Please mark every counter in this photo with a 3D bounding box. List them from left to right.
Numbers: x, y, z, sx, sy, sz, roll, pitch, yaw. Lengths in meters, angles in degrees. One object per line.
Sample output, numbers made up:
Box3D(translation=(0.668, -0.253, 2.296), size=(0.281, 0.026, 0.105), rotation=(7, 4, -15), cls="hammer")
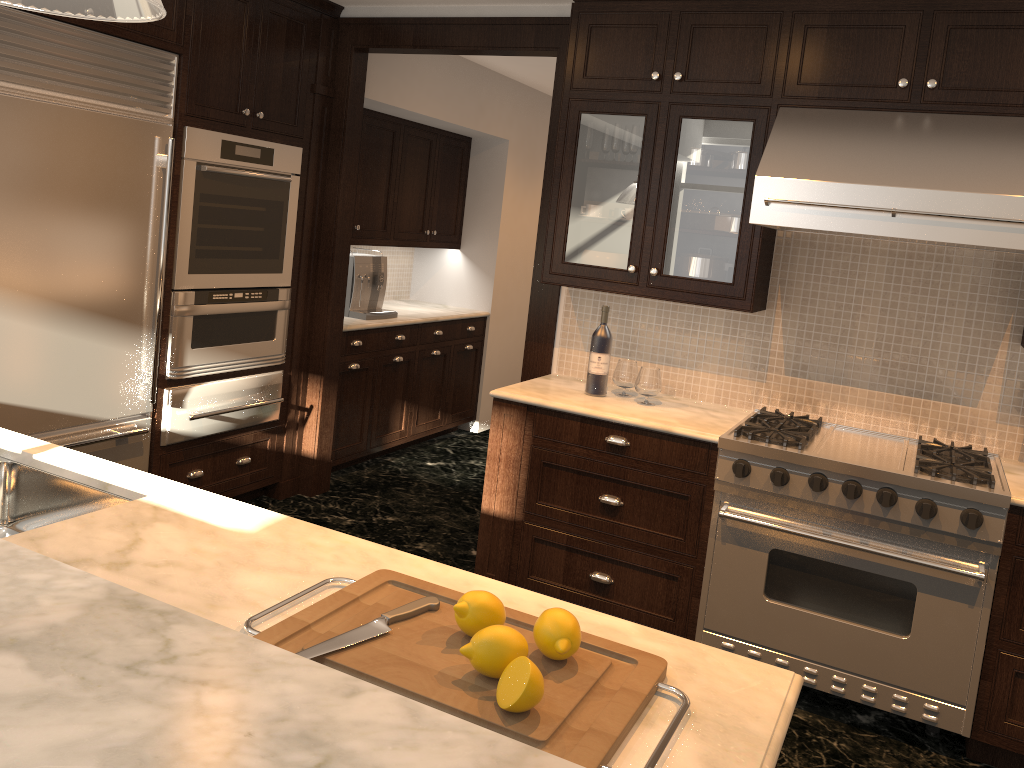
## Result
Box3D(translation=(-1.162, 0.159, 1.250), size=(2.871, 0.031, 0.330), rotation=(11, 11, 25), cls="counter")
Box3D(translation=(-1.030, 0.296, 1.595), size=(2.886, 0.031, 1.060), rotation=(11, 12, 25), cls="counter")
Box3D(translation=(-0.882, -0.466, 5.806), size=(0.713, 0.031, 1.866), rotation=(11, 11, 24), cls="counter")
Box3D(translation=(1.182, 0.397, 2.362), size=(3.388, 0.031, 2.328), rotation=(11, 11, 25), cls="counter")

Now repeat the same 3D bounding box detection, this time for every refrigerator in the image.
Box3D(translation=(-1.957, -0.328, 3.505), size=(0.691, 2.103, 0.893), rotation=(9, 7, 25), cls="refrigerator")
Box3D(translation=(-1.799, 0.474, 3.457), size=(0.147, 0.567, 0.907), rotation=(9, 9, 25), cls="refrigerator")

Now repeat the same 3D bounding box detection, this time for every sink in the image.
Box3D(translation=(-1.230, 0.335, 1.935), size=(0.804, 0.210, 0.460), rotation=(11, 11, 25), cls="sink")

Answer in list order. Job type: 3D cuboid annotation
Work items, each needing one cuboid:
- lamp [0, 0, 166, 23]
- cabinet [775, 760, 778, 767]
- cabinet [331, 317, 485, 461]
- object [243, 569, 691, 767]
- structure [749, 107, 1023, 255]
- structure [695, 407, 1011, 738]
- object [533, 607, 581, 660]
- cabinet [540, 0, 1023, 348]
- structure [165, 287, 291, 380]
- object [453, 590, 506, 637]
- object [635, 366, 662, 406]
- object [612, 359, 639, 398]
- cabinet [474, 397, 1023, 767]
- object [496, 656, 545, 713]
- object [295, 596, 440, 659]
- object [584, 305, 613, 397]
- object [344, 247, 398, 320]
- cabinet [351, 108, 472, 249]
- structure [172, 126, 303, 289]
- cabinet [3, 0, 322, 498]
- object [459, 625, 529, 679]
Box3D(translation=(-0.559, -0.874, 1.066), size=(0.320, 0.777, 0.317), rotation=(11, 8, 39), cls="lamp")
Box3D(translation=(-1.073, 0.729, 1.637), size=(2.864, 0.905, 1.031), rotation=(11, 9, 25), cls="cabinet")
Box3D(translation=(-0.632, -0.024, 5.700), size=(0.057, 0.739, 1.801), rotation=(9, 10, 25), cls="cabinet")
Box3D(translation=(-0.079, 0.420, 1.342), size=(0.671, 0.021, 0.387), rotation=(11, 11, 25), cls="object")
Box3D(translation=(1.399, -0.752, 3.148), size=(0.936, 0.473, 0.643), rotation=(11, 10, 25), cls="structure")
Box3D(translation=(1.236, 0.613, 3.249), size=(0.911, 0.830, 0.722), rotation=(10, 8, 25), cls="structure")
Box3D(translation=(0.070, 0.385, 1.363), size=(0.083, 0.071, 0.081), rotation=(13, 11, 40), cls="object")
Box3D(translation=(1.303, -0.657, 2.269), size=(3.387, 1.244, 2.320), rotation=(11, 10, 25), cls="cabinet")
Box3D(translation=(-1.588, -0.307, 4.311), size=(0.669, 0.385, 0.767), rotation=(11, 10, 25), cls="structure")
Box3D(translation=(-0.050, 0.366, 1.403), size=(0.079, 0.073, 0.083), rotation=(8, 8, 13), cls="object")
Box3D(translation=(0.555, 0.008, 3.597), size=(0.113, 0.150, 0.113), rotation=(9, 7, 17), cls="object")
Box3D(translation=(0.480, -0.025, 3.729), size=(0.113, 0.150, 0.113), rotation=(9, 7, 17), cls="object")
Box3D(translation=(1.132, 0.846, 2.403), size=(3.388, 0.872, 2.328), rotation=(11, 11, 25), cls="cabinet")
Box3D(translation=(0.014, 0.410, 1.207), size=(0.063, 0.068, 0.075), rotation=(5, 8, -12), cls="object")
Box3D(translation=(-0.223, 0.383, 1.368), size=(0.042, 0.014, 0.331), rotation=(13, 12, 35), cls="object")
Box3D(translation=(0.368, -0.140, 3.666), size=(0.095, 0.374, 0.095), rotation=(11, 7, 40), cls="object")
Box3D(translation=(-0.960, -0.631, 5.483), size=(0.450, 0.403, 0.345), rotation=(10, 8, 25), cls="object")
Box3D(translation=(-0.913, -1.333, 5.789), size=(0.435, 0.819, 1.866), rotation=(9, 10, 25), cls="cabinet")
Box3D(translation=(-1.487, -0.844, 4.241), size=(0.617, 0.695, 0.762), rotation=(10, 9, 25), cls="structure")
Box3D(translation=(-1.745, -0.618, 3.852), size=(0.761, 2.400, 1.851), rotation=(9, 8, 25), cls="cabinet")
Box3D(translation=(-0.021, 0.389, 1.287), size=(0.082, 0.071, 0.083), rotation=(12, 10, 36), cls="object")
